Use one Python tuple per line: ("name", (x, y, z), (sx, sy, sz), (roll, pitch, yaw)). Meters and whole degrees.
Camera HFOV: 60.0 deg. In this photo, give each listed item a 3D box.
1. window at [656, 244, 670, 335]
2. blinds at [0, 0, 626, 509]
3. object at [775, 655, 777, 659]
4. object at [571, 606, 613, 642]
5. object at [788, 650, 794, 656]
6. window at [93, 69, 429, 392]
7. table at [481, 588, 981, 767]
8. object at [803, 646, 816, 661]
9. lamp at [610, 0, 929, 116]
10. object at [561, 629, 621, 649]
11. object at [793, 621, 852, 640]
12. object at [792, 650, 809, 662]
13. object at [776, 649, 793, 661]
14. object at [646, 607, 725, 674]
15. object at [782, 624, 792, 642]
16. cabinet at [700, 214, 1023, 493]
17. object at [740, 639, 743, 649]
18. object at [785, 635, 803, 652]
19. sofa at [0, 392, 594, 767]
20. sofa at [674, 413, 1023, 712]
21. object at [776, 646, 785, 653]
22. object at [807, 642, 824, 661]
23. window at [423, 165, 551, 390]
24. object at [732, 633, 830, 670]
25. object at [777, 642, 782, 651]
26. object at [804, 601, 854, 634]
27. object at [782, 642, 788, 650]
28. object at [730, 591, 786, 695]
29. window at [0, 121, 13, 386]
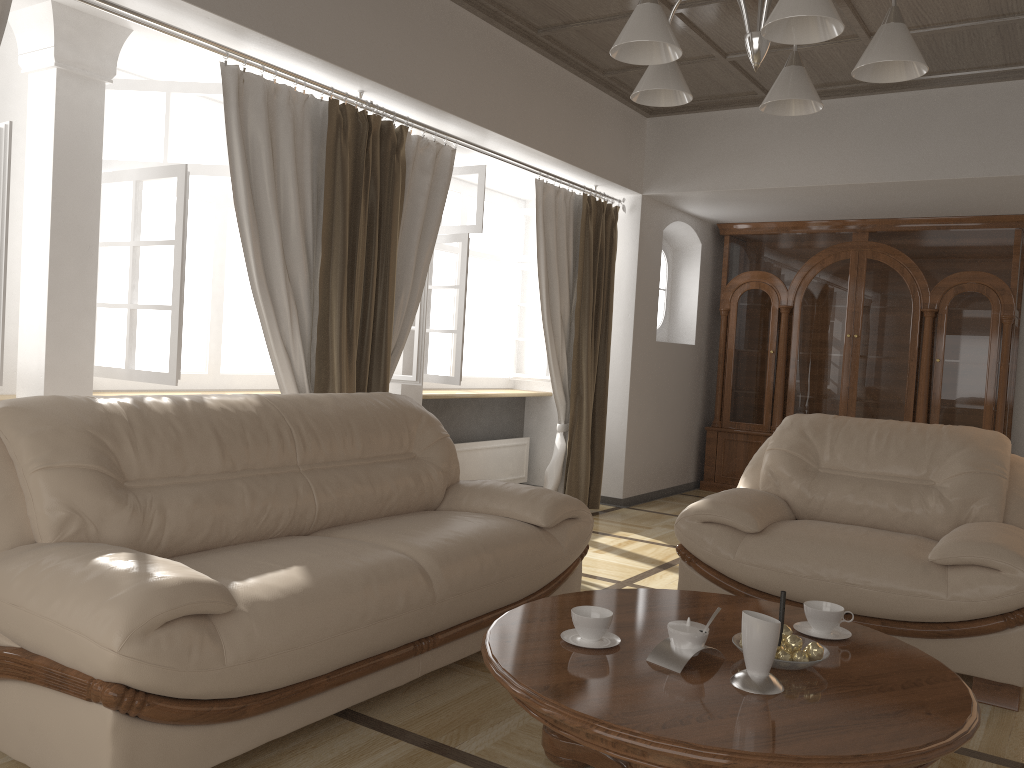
("window", (1.153, -0.788, 7.319), (0.050, 0.784, 0.600), (5, 3, 33))
("blinds", (-0.823, -0.253, 4.168), (0.285, 2.294, 5.765), (5, 3, 33))
("object", (0.607, 0.644, 2.102), (0.037, 0.040, 0.041), (1, 3, -44))
("object", (0.198, 0.605, 2.223), (0.105, 0.071, 0.114), (3, 2, -7))
("object", (0.679, 0.654, 2.134), (0.040, 0.038, 0.041), (2, 2, -28))
("window", (-1.240, -0.690, 4.547), (0.784, 1.500, 1.759), (5, 3, 32))
("table", (0.497, 0.859, 2.212), (1.167, 0.392, 1.169), (5, 2, 29))
("object", (0.715, 0.647, 2.122), (0.038, 0.041, 0.041), (4, 2, 18))
("lamp", (0.639, -1.294, 2.153), (0.741, 1.094, 0.713), (5, 3, 33))
("object", (0.197, 0.639, 2.219), (0.150, 0.010, 0.150), (4, 2, 19))
("object", (0.840, 0.671, 2.402), (0.150, 0.010, 0.150), (4, 2, 23))
("object", (0.681, 0.648, 2.093), (0.039, 0.039, 0.041), (4, 2, 11))
("object", (0.647, 0.651, 2.108), (0.039, 0.040, 0.038), (4, 2, 24))
("object", (0.422, 0.595, 2.120), (0.178, 0.133, 0.104), (1, 3, -42))
("object", (0.673, 0.616, 2.193), (0.038, 0.044, 0.038), (5, 3, 40))
("cabinet", (2.821, -0.147, 7.238), (2.360, 2.298, 0.587), (5, 3, 33))
("object", (0.579, 0.634, 2.168), (0.041, 0.038, 0.039), (3, 2, -13))
("object", (0.672, 0.619, 2.116), (0.037, 0.041, 0.040), (2, 3, -34))
("sofa", (-0.660, 0.507, 2.985), (1.051, 0.900, 2.135), (5, 3, 33))
("sofa", (1.476, 0.607, 3.697), (1.318, 0.900, 1.052), (5, 3, 33))
("object", (0.644, 0.651, 2.151), (0.039, 0.038, 0.041), (3, 2, -15))
("object", (0.714, 0.629, 2.088), (0.038, 0.042, 0.038), (5, 3, 41))
("window", (-0.138, -0.686, 6.203), (0.782, 1.500, 1.653), (5, 3, 33))
("object", (0.650, 0.654, 2.155), (0.227, 0.039, 0.227), (2, 3, -32))
("object", (0.628, 0.620, 2.128), (0.038, 0.039, 0.040), (4, 2, 18))
("object", (0.845, 0.637, 2.397), (0.105, 0.071, 0.114), (1, 3, -42))
("object", (0.677, 0.652, 2.175), (0.040, 0.039, 0.039), (4, 2, 23))
("object", (0.556, 0.569, 1.986), (0.119, 0.210, 0.119), (4, 2, 11))
("window", (-2.429, -0.691, 2.715), (0.781, 1.500, 1.600), (5, 3, 33))
